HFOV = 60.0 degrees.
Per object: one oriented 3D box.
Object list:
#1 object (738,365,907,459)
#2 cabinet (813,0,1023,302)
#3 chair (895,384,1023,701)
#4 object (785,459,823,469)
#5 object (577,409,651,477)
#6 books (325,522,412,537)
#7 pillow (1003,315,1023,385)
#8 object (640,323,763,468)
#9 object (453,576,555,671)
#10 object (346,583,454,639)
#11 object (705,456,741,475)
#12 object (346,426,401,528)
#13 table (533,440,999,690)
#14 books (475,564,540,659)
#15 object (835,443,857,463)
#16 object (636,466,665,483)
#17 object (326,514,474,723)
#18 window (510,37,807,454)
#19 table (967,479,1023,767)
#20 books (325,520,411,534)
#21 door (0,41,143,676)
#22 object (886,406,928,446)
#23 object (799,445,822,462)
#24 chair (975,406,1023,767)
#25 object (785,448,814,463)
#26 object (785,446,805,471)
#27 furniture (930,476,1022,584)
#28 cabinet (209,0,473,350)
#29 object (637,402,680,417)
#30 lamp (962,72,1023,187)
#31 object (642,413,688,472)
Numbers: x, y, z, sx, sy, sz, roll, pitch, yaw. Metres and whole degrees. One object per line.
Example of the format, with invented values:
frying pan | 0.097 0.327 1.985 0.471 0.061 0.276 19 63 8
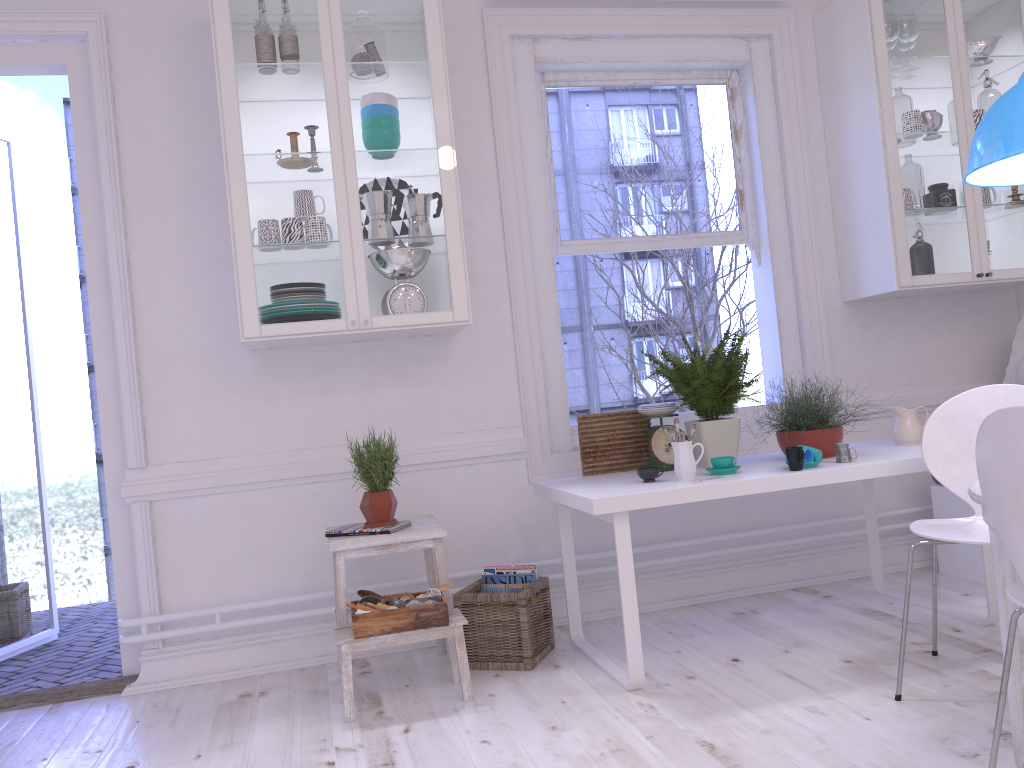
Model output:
object | 1.112 0.106 3.308 0.668 0.367 0.531 -6 -1 11
cabinet | 1.892 -1.072 3.951 0.823 1.311 0.425 -5 -1 -13
chair | 1.411 0.430 2.532 0.604 0.845 0.483 -6 -1 32
object | 0.983 0.270 2.984 0.121 0.021 0.121 -6 -1 27
object | 0.408 0.227 3.469 0.294 0.237 0.028 -5 -1 -13
books | -0.499 0.509 3.097 0.246 0.011 0.180 -6 -1 17
pillow | 2.410 -0.021 3.863 0.374 0.642 0.677 -5 -1 -43
object | 0.735 0.045 3.322 0.438 0.527 0.368 -5 -1 -13
object | -0.025 0.872 3.251 0.276 0.270 0.276 -6 -1 20
object | -0.354 0.724 2.877 0.358 0.110 0.211 -5 -1 -11
object | 0.722 0.279 3.035 0.121 0.055 0.121 -6 -1 27
object | -0.465 0.308 3.102 0.196 0.367 0.186 -6 -1 32
table | 0.926 0.601 3.219 1.514 0.619 0.736 -5 -1 -13
books | -0.023 0.838 3.264 0.221 0.306 0.205 -6 -1 20
object | 1.135 0.232 3.021 0.066 0.067 0.052 -5 -1 -12
object | 0.465 0.308 3.008 0.082 0.048 0.079 -6 -1 37
object | -0.411 0.774 3.074 0.418 0.534 0.599 -5 -1 -13
window | 0.645 -0.643 3.996 1.234 1.782 0.181 -5 -1 -13
table | 1.628 0.506 1.864 1.140 0.629 1.140 -6 -1 16
books | -0.500 0.500 3.097 0.246 0.007 0.180 -6 -1 17
door | -2.110 -0.024 3.783 1.009 2.474 1.021 -5 -1 -13
object | 1.529 0.157 3.434 0.127 0.152 0.115 -5 -1 -31
object | 0.999 0.236 2.998 0.069 0.059 0.082 -5 -1 -35
chair | 1.205 0.438 1.671 0.483 0.845 0.604 -5 -1 -13
object | 0.967 0.245 2.978 0.069 0.058 0.080 -5 -1 -40
object | 0.929 0.246 2.908 0.055 0.077 0.070 -6 -1 12
furniture | 2.537 0.485 2.370 0.769 0.508 3.296 -5 -1 -13
cabinet | -0.648 -0.830 3.358 0.823 1.311 0.425 -5 -1 -13
object | 0.565 0.098 3.411 0.164 0.047 0.163 -6 -1 36
lamp | 1.366 -1.541 2.272 0.568 1.948 0.568 -6 -1 21
object | 0.585 0.223 3.400 0.159 0.208 0.185 -5 -1 -13
